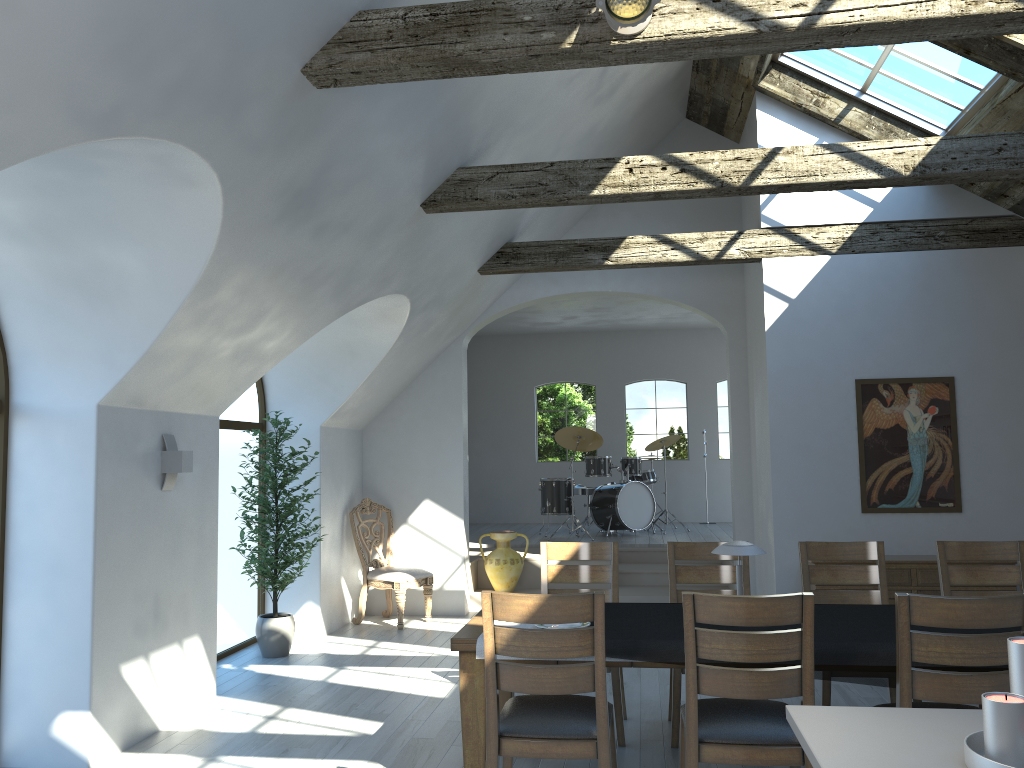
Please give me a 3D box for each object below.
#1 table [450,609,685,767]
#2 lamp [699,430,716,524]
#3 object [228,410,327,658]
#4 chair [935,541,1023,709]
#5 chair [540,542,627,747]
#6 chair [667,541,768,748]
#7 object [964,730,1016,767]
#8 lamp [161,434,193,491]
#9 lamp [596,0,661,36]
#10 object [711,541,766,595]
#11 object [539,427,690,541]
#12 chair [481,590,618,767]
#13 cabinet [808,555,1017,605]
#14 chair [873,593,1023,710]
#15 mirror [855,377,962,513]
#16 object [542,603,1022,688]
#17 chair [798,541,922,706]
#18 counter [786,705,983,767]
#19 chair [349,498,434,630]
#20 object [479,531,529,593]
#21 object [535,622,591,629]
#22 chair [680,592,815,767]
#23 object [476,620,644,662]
[{"bbox_3d":[1.331,1.456,4.024,3.078,0.737,0.939,-2,-5,8],"label":"table"},{"bbox_3d":[2.863,1.361,13.096,0.232,1.383,0.238,-2,-5,8],"label":"lamp"},{"bbox_3d":[-1.851,1.165,7.009,0.718,1.920,0.737,-3,-5,27],"label":"object"},{"bbox_3d":[2.584,1.355,4.662,0.514,1.006,0.605,-2,-5,8],"label":"chair"},{"bbox_3d":[0.372,1.418,4.981,0.514,1.006,0.605,-2,-5,8],"label":"chair"},{"bbox_3d":[1.109,1.397,4.875,0.514,1.006,0.605,-2,-5,8],"label":"chair"},{"bbox_3d":[1.045,0.733,1.722,0.297,0.040,0.297,3,-6,-41],"label":"object"},{"bbox_3d":[-1.955,0.457,5.179,0.127,0.325,0.127,-2,-5,8],"label":"lamp"},{"bbox_3d":[0.427,-1.446,3.260,0.233,0.311,0.354,-2,-5,8],"label":"lamp"},{"bbox_3d":[1.055,0.909,4.107,0.251,0.362,0.251,-4,-6,31],"label":"object"},{"bbox_3d":[1.187,1.279,11.739,2.354,1.383,1.465,3,-6,-37],"label":"object"},{"bbox_3d":[0.159,1.298,3.529,0.514,1.006,0.605,-2,-5,8],"label":"chair"},{"bbox_3d":[2.975,1.662,6.637,1.481,0.714,0.383,-2,-5,8],"label":"cabinet"},{"bbox_3d":[1.634,1.257,3.316,0.514,1.006,0.605,-2,-5,8],"label":"chair"},{"bbox_3d":[3.077,0.474,6.893,0.736,1.047,0.009,-2,-5,8],"label":"mirror"},{"bbox_3d":[1.350,1.195,4.050,2.456,0.227,1.073,-2,-5,8],"label":"object"},{"bbox_3d":[1.846,1.376,4.769,0.514,1.006,0.605,-2,-5,8],"label":"chair"},{"bbox_3d":[1.124,1.183,1.595,1.029,0.879,1.029,-2,-5,8],"label":"counter"},{"bbox_3d":[-1.130,1.651,8.301,0.655,1.159,0.552,-4,-6,33],"label":"chair"},{"bbox_3d":[-0.082,1.811,9.024,0.402,0.605,0.396,2,-6,-35],"label":"object"},{"bbox_3d":[0.228,1.086,3.990,0.250,0.017,0.253,-2,-5,8],"label":"object"},{"bbox_3d":[0.897,1.277,3.422,0.514,1.006,0.605,-2,-5,8],"label":"chair"},{"bbox_3d":[1.344,1.123,4.054,2.872,0.077,1.050,-2,-5,8],"label":"object"}]
